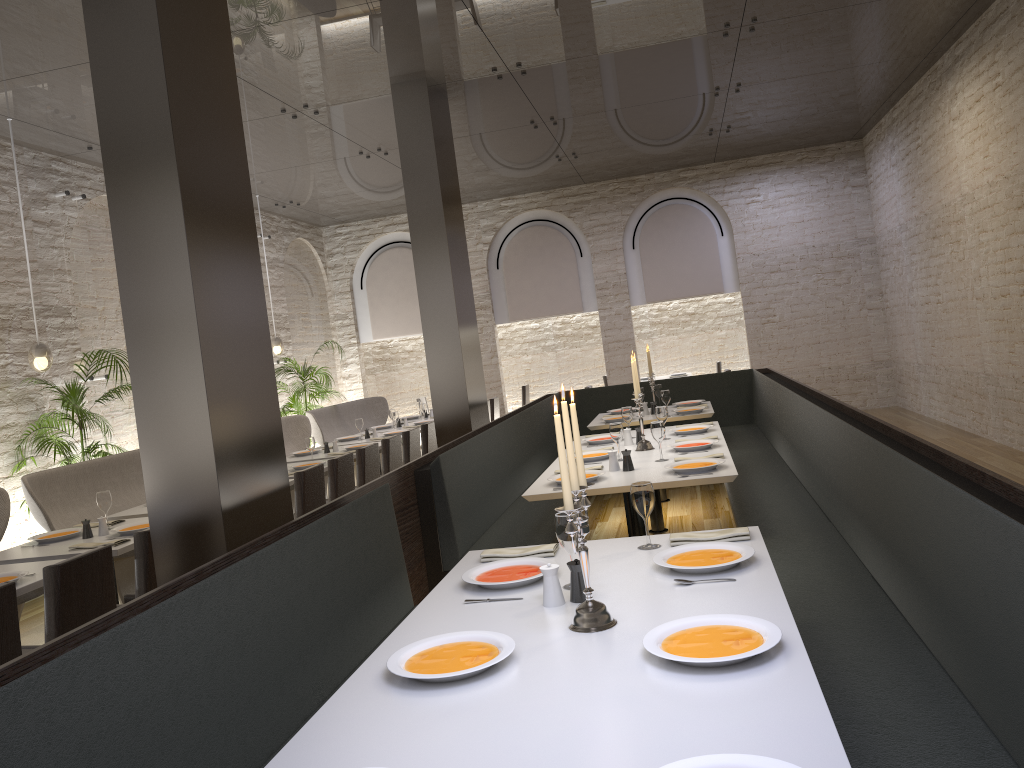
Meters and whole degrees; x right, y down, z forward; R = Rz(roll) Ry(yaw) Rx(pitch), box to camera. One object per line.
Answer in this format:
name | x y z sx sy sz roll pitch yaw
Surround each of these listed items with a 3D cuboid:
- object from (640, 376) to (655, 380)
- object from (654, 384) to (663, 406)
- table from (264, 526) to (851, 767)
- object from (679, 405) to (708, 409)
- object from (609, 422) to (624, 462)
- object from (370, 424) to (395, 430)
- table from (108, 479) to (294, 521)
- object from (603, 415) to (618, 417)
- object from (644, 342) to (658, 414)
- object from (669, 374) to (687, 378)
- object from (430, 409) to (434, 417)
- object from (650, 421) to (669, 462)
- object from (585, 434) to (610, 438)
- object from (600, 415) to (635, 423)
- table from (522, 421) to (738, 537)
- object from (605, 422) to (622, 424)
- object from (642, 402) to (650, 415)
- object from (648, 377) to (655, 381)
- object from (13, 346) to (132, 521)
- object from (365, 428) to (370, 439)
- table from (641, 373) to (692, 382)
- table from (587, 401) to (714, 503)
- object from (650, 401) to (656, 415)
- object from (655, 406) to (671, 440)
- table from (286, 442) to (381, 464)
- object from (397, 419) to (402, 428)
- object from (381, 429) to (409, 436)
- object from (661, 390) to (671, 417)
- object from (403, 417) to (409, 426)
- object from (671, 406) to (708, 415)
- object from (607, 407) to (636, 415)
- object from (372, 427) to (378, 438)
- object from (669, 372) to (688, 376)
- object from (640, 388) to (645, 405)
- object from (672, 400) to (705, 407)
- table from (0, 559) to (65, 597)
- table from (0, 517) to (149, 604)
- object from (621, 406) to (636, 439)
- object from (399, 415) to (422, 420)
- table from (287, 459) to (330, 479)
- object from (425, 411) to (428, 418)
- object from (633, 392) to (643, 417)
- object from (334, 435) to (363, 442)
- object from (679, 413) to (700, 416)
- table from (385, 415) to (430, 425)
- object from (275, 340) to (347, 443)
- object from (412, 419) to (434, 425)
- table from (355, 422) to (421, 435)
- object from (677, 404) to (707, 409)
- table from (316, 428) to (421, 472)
object | 2.122 -0.085 14.175 0.322 0.036 0.321 -10 3 -44
object | 1.438 0.122 8.664 0.086 0.231 0.086 -7 0 -19
table | 0.179 1.043 2.109 1.099 0.760 2.542 -7 2 11
object | 1.644 0.225 8.076 0.272 0.033 0.143 -7 2 11
object | 0.647 0.353 5.411 0.086 0.231 0.086 -7 0 11
object | -1.585 0.531 10.809 0.322 0.036 0.321 -9 3 -42
table | -2.124 1.178 6.285 0.935 0.760 1.012 -7 1 11
object | 1.004 0.297 8.364 0.272 0.033 0.143 -7 2 11
object | 1.297 -0.059 8.245 0.131 0.657 0.391 -7 0 22
object | 2.577 -0.119 13.718 0.272 0.033 0.143 -7 2 11
object | -1.074 0.384 11.848 0.059 0.109 0.059 -8 1 -43
object | 0.862 0.334 5.180 0.086 0.231 0.086 -8 0 -37
object | 0.708 0.397 6.816 0.272 0.033 0.143 -7 2 11
object | 0.947 0.315 7.931 0.322 0.036 0.321 -8 2 -13
table | 0.871 0.810 5.728 1.099 0.760 2.542 -7 2 11
object | 0.902 0.339 7.730 0.185 0.010 0.017 -7 2 11
object | 1.226 0.227 8.155 0.069 0.126 0.068 -8 1 -37
object | 1.619 0.038 10.193 0.086 0.231 0.086 -7 0 41
object | -3.536 0.720 7.320 1.142 1.975 1.191 -7 1 42
object | -1.572 0.537 9.613 0.059 0.109 0.059 -8 1 -43
table | 2.438 0.274 14.123 0.935 0.760 1.012 -7 1 11
table | 1.351 0.649 8.238 1.099 0.760 1.190 -7 2 11
object | 1.300 0.219 8.116 0.069 0.126 0.068 -8 1 -37
object | 1.049 0.271 6.160 0.086 0.231 0.087 -7 0 23
table | -1.686 1.031 8.576 0.935 0.760 1.012 -7 1 11
object | -1.365 0.467 10.696 0.059 0.109 0.059 -8 1 -43
object | -1.269 0.537 9.622 0.322 0.036 0.321 -9 3 -42
object | 1.350 0.170 7.734 0.087 0.231 0.086 -8 0 -43
object | -1.288 0.456 10.728 0.059 0.109 0.059 -8 1 -43
object | 1.564 0.239 7.809 0.322 0.036 0.321 -8 2 -13
object | 1.087 0.267 8.664 0.321 0.036 0.322 -7 2 7
object | -1.495 0.526 9.644 0.059 0.109 0.059 -8 1 -43
object | 2.645 -0.149 14.071 0.322 0.036 0.321 -10 3 -44
object | 1.240 0.154 8.511 0.087 0.231 0.086 -8 0 -43
object | 1.705 0.192 8.542 0.322 0.036 0.321 -9 3 -31
table | -2.555 1.324 4.030 0.935 0.760 1.012 -7 1 11
table | -2.342 1.252 5.142 0.935 0.760 1.012 -7 1 11
object | 0.853 0.284 6.491 0.086 0.231 0.087 -7 0 23
object | -1.371 0.459 11.929 0.322 0.036 0.321 -9 3 -42
table | -1.906 1.105 7.426 0.935 0.760 1.012 -7 1 11
object | -1.151 0.395 11.816 0.059 0.109 0.059 -8 1 -43
object | 1.154 0.182 8.065 0.087 0.231 0.086 -8 0 -43
object | -1.792 0.601 9.726 0.322 0.036 0.321 -9 3 -42
object | 1.528 0.259 7.632 0.181 0.015 0.038 -7 2 12
table | -1.055 0.818 11.877 0.935 0.760 1.012 -7 1 11
object | -2.683 0.436 11.711 1.146 1.975 1.187 -7 0 -8
object | -1.062 0.467 10.706 0.322 0.036 0.321 -9 3 -42
table | -1.269 0.890 10.757 0.935 0.760 1.012 -7 1 11
object | 1.673 0.215 8.228 0.272 0.033 0.143 -7 2 11
table | -1.476 0.960 9.674 0.935 0.760 1.012 -7 1 11
